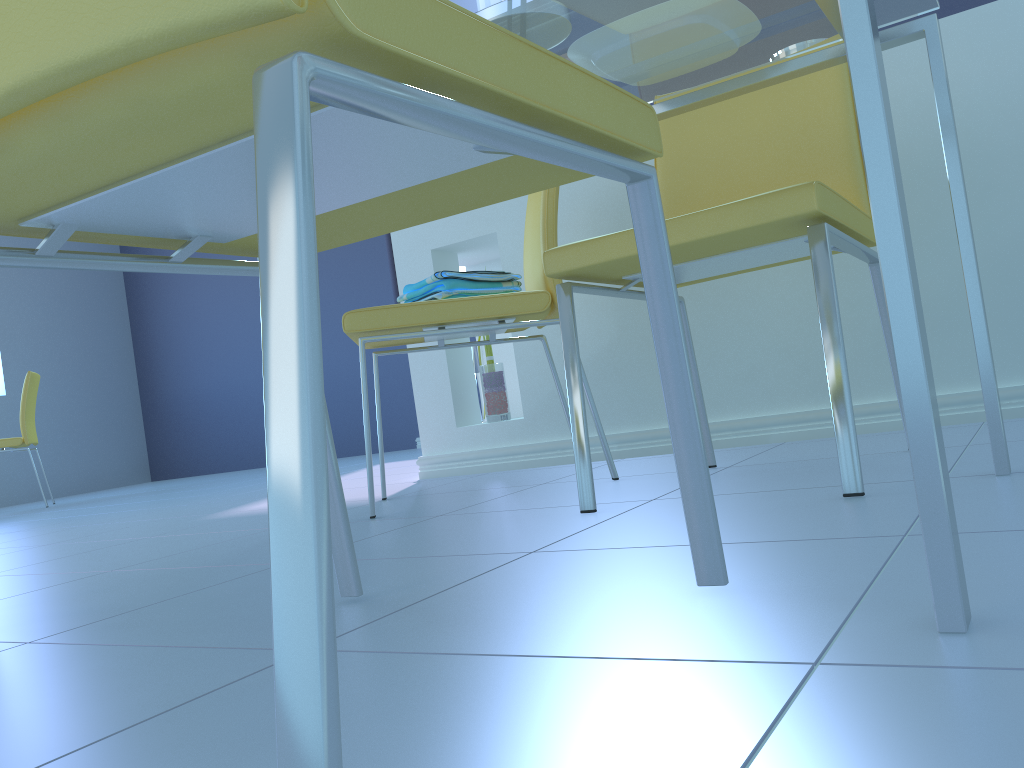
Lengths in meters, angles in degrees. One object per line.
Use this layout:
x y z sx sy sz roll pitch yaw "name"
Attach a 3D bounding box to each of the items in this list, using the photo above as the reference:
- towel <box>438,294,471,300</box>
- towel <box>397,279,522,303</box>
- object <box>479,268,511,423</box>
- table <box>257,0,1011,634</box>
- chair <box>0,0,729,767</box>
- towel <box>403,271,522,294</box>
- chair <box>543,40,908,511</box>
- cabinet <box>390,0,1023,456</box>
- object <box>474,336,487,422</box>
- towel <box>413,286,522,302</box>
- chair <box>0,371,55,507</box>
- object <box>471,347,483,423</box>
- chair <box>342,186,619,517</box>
-0.105 -0.159 1.811 0.195 0.024 0.201 -7 -2 -39 "towel"
-0.108 -0.188 1.809 0.195 0.027 0.192 -7 -2 -38 "towel"
-0.068 -0.108 2.404 0.067 0.423 0.229 -8 -2 -28 "object"
-0.107 -0.089 1.094 1.173 0.590 0.730 -9 -2 31 "table"
-0.164 -0.152 0.576 0.387 0.695 0.484 -9 -2 29 "chair"
-0.108 -0.204 1.808 0.195 0.033 0.190 -7 -2 -32 "towel"
0.335 -0.205 1.350 0.387 0.695 0.484 -9 -2 34 "chair"
1.030 -0.314 2.958 2.139 0.800 2.200 -9 -2 31 "cabinet"
-0.092 -0.067 2.706 0.050 0.365 0.085 -9 -2 29 "object"
-0.108 -0.173 1.806 0.195 0.024 0.201 -7 -2 -34 "towel"
-2.665 0.319 4.577 0.484 0.699 0.387 -8 -2 -23 "chair"
-0.155 -0.090 2.636 0.090 0.427 0.054 -8 -2 -27 "object"
-0.085 -0.132 1.816 0.484 0.695 0.387 -8 -1 -5 "chair"
